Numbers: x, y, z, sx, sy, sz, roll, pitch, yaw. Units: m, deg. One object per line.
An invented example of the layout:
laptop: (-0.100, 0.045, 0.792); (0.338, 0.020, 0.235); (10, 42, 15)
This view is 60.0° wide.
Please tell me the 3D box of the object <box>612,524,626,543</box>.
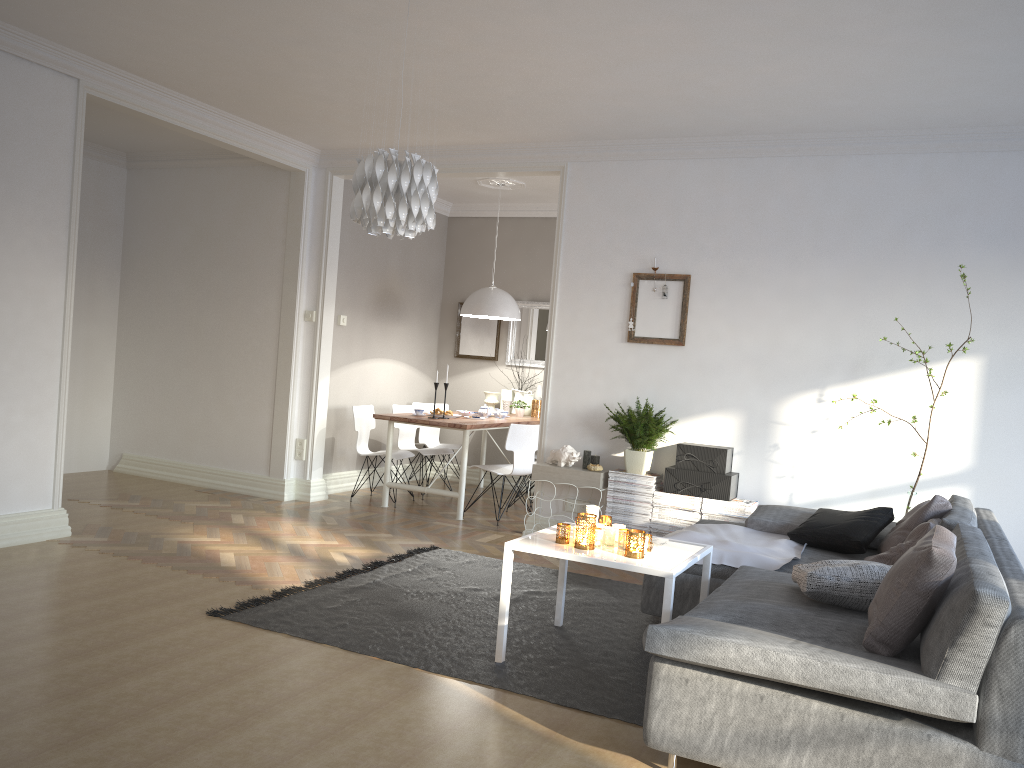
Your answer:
object: (0.465, 0.653, 3.877); (0.060, 0.073, 0.060); (3, 3, -40)

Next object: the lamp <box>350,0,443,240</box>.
lamp: (-0.457, -1.142, 3.657); (0.355, 1.066, 0.354); (4, 2, -22)

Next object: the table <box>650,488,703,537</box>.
table: (1.068, 0.947, 5.701); (0.327, 0.499, 0.246); (6, 2, 25)

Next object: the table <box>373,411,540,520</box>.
table: (-0.329, 0.661, 7.782); (0.852, 0.750, 1.986); (5, 2, 25)

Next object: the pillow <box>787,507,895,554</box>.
pillow: (1.676, 0.731, 4.525); (0.402, 0.248, 0.420); (3, 2, -44)

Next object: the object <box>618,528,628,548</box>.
object: (0.480, 0.657, 3.776); (0.060, 0.073, 0.060); (3, 3, -40)

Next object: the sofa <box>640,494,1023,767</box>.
sofa: (1.231, 0.902, 3.753); (1.554, 0.773, 2.632); (5, 2, 25)

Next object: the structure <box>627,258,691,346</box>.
structure: (0.975, -0.552, 5.890); (0.398, 0.575, 0.053); (5, 2, 23)

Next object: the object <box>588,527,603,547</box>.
object: (0.351, 0.647, 3.751); (0.060, 0.073, 0.060); (5, 2, 14)

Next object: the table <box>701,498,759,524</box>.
table: (1.351, 0.973, 5.567); (0.327, 0.499, 0.246); (6, 2, 25)

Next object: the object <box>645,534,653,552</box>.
object: (0.569, 0.668, 3.733); (0.054, 0.068, 0.047); (4, 2, -15)

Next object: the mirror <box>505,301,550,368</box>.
mirror: (0.214, -0.481, 8.608); (0.543, 0.633, 0.047); (6, 2, 25)

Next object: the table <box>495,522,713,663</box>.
table: (0.414, 0.940, 3.825); (0.714, 0.505, 0.674); (5, 2, 25)

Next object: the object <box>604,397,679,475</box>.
object: (0.821, 0.342, 5.778); (0.437, 0.527, 0.368); (6, 2, 25)

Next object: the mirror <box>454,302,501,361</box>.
mirror: (-0.338, -0.526, 8.865); (0.473, 0.558, 0.052); (6, 2, 25)

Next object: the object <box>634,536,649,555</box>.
object: (0.531, 0.664, 3.657); (0.060, 0.073, 0.060); (4, 2, -13)

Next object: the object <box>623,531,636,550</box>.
object: (0.494, 0.660, 3.712); (0.060, 0.073, 0.060); (3, 3, -40)

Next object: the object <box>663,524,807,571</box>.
object: (1.086, 0.979, 4.491); (0.725, 0.437, 0.812); (5, 2, 24)

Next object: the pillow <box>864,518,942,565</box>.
pillow: (1.738, 0.732, 3.959); (0.336, 0.311, 0.414); (6, 2, 30)

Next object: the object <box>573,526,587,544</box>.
object: (0.287, 0.642, 3.755); (0.060, 0.073, 0.060); (5, 2, 14)

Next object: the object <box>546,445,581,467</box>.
object: (0.354, 0.482, 5.983); (0.137, 0.150, 0.310); (3, 2, -35)

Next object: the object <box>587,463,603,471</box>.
object: (0.552, 0.553, 5.867); (0.099, 0.046, 0.104); (4, 2, -19)

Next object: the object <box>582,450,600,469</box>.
object: (0.533, 0.505, 5.966); (0.123, 0.134, 0.062); (4, 2, -24)

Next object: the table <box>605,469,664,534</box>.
table: (0.794, 0.873, 5.830); (0.321, 0.597, 0.246); (6, 2, 25)

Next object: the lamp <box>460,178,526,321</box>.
lamp: (-0.141, -1.168, 7.720); (0.529, 1.183, 0.530); (6, 3, 33)

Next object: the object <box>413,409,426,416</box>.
object: (-0.759, 0.233, 7.277); (0.116, 0.056, 0.137); (4, 2, -34)

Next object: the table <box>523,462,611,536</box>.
table: (0.389, 0.848, 5.980); (0.553, 0.576, 0.299); (6, 2, 26)

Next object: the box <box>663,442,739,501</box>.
box: (1.204, 0.550, 5.634); (0.419, 0.316, 0.298); (5, 2, 25)

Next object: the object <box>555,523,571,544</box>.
object: (0.216, 0.633, 3.753); (0.060, 0.079, 0.060); (5, 2, 15)

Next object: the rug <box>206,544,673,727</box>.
rug: (-0.030, 1.131, 4.469); (2.110, 0.055, 2.015); (5, 2, 25)

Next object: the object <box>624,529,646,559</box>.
object: (0.499, 0.647, 3.590); (0.080, 0.104, 0.080); (5, 2, 15)

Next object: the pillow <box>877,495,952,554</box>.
pillow: (1.959, 0.712, 4.293); (0.324, 0.403, 0.429); (5, 2, 13)

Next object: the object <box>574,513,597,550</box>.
object: (0.304, 0.612, 3.682); (0.090, 0.140, 0.086); (4, 2, -4)

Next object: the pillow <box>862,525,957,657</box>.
pillow: (1.277, 0.658, 2.843); (0.242, 0.390, 0.426); (6, 2, 26)

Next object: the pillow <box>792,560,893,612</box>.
pillow: (1.283, 0.753, 3.356); (0.405, 0.194, 0.404); (5, 2, 12)
